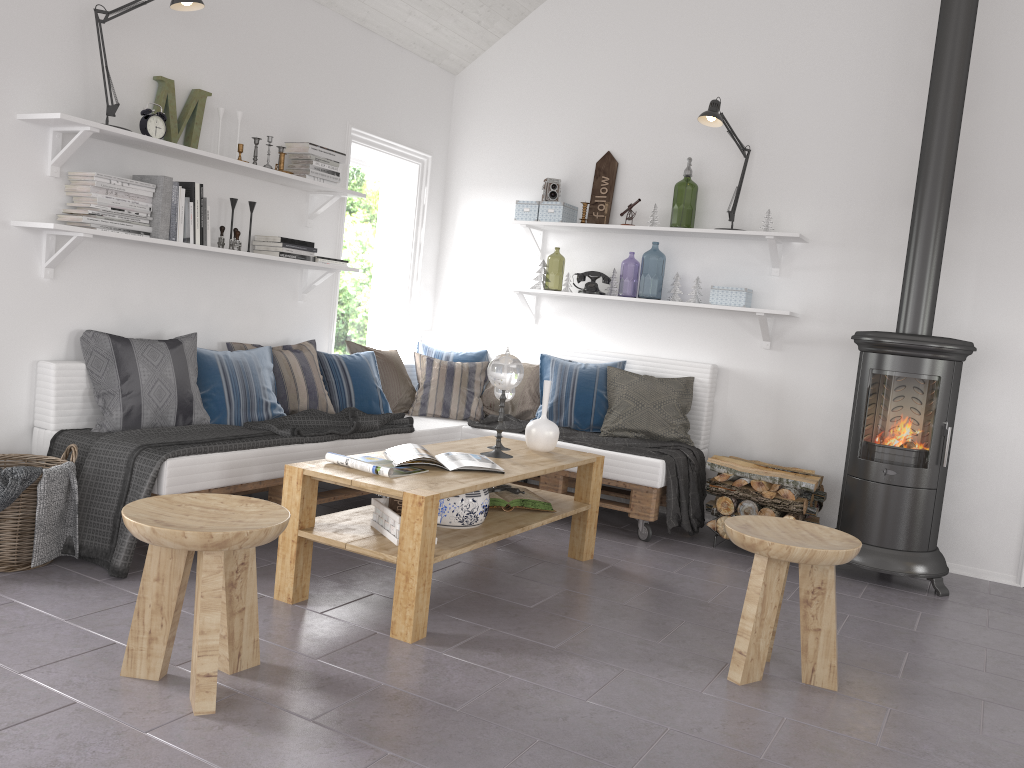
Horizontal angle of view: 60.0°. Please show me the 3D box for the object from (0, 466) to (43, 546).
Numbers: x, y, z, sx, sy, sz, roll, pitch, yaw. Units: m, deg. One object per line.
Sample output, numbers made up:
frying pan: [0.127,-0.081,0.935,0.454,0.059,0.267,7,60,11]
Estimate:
object: [-1.815,0.439,3.179,0.303,0.332,0.367,5,5,-15]

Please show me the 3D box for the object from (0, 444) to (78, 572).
object: [-1.833,0.436,3.248,0.393,0.432,0.393,7,5,15]

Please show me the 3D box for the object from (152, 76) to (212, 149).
object: [-1.523,-1.209,4.036,0.052,0.311,0.330,8,5,29]

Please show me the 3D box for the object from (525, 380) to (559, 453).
object: [0.144,0.146,4.007,0.155,0.325,0.155,6,5,-1]

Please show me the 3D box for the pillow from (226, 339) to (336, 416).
pillow: [-1.163,-0.011,4.558,0.316,0.438,0.546,10,6,41]

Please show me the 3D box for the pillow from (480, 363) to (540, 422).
pillow: [0.035,0.054,5.368,0.521,0.381,0.366,8,5,25]

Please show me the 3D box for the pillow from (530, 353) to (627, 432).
pillow: [0.390,0.053,5.160,0.526,0.428,0.311,6,5,7]

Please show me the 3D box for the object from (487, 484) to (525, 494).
object: [-0.055,0.454,3.801,0.195,0.029,0.176,9,6,38]

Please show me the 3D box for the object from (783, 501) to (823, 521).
object: [1.486,0.662,4.584,0.118,0.142,0.520,9,5,32]

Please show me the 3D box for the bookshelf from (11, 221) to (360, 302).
bookshelf: [-1.415,-0.536,4.210,0.269,0.212,1.820,8,5,29]

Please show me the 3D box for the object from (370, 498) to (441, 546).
object: [-0.385,0.488,3.165,0.155,0.102,0.281,3,5,-28]

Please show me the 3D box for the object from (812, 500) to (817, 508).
object: [1.345,0.574,4.729,0.539,0.070,0.101,8,5,29]

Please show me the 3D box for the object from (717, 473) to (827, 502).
object: [1.369,0.539,4.693,0.562,0.057,0.097,8,5,28]

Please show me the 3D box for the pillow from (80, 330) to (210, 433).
pillow: [-1.578,-0.007,3.837,0.534,0.444,0.301,1,6,-45]

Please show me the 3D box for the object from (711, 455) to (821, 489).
object: [1.306,0.455,4.611,0.562,0.074,0.095,8,5,29]

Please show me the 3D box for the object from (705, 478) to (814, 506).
object: [1.284,0.559,4.615,0.538,0.082,0.099,8,5,28]

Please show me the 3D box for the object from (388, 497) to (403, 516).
object: [-0.406,0.461,3.225,0.090,0.139,0.182,5,5,-6]

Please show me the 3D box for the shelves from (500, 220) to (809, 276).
shelves: [0.769,-0.803,5.201,1.820,0.212,0.269,8,5,29]

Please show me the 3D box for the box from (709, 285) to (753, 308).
box: [1.226,-0.485,4.969,0.202,0.110,0.137,8,5,29]

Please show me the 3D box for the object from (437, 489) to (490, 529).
object: [-0.238,0.455,3.448,0.302,0.161,0.302,8,5,25]

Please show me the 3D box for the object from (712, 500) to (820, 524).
object: [1.340,0.696,4.719,0.562,0.063,0.095,8,5,29]

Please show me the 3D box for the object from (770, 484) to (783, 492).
object: [1.404,0.515,4.593,0.044,0.034,0.425,8,5,28]

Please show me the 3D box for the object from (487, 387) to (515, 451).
object: [-0.042,0.127,3.967,0.109,0.329,0.109,6,5,-3]

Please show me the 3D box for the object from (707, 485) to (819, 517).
object: [1.289,0.599,4.580,0.562,0.063,0.095,8,5,29]

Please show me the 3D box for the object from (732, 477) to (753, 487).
object: [1.269,0.494,4.682,0.098,0.060,0.467,9,5,32]

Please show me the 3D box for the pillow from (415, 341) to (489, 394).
pillow: [-0.390,-0.032,5.681,0.534,0.437,0.287,6,5,1]

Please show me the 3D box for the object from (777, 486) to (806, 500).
object: [1.469,0.525,4.568,0.098,0.088,0.466,8,5,30]

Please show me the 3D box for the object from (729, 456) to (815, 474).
object: [1.397,0.456,4.776,0.467,0.063,0.095,8,5,28]

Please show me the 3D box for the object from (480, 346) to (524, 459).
object: [-0.040,0.073,3.763,0.155,0.468,0.155,6,5,7]

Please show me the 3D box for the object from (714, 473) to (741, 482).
object: [1.193,0.481,4.717,0.098,0.061,0.467,8,5,30]

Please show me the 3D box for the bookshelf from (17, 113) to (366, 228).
bookshelf: [-1.373,-0.942,4.178,0.269,0.212,1.820,8,5,29]

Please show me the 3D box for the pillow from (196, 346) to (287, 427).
pillow: [-1.324,0.021,4.212,0.525,0.401,0.331,2,6,-42]

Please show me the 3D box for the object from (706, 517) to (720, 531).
object: [1.160,0.718,4.807,0.052,0.056,0.561,8,5,29]

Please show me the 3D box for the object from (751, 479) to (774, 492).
object: [1.347,0.505,4.639,0.096,0.068,0.467,8,5,28]

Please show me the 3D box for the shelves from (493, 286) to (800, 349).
shelves: [0.727,-0.396,5.234,1.820,0.212,0.269,8,5,29]

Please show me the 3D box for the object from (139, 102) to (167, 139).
object: [-1.536,-1.118,3.798,0.050,0.165,0.120,8,5,29]

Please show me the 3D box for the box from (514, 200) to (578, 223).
box: [0.220,-1.060,5.547,0.332,0.131,0.242,8,5,29]

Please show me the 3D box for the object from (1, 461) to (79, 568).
object: [-1.793,0.454,3.234,0.349,0.356,0.290,8,5,23]

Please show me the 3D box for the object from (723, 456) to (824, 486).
object: [1.364,0.458,4.698,0.541,0.070,0.101,8,5,29]

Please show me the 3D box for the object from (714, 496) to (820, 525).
object: [1.386,0.695,4.816,0.569,0.078,0.115,8,5,29]

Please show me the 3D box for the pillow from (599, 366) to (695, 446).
pillow: [0.767,0.130,4.971,0.519,0.395,0.334,6,5,6]

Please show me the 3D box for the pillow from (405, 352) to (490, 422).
pillow: [-0.370,0.033,5.390,0.516,0.392,0.358,6,5,-2]

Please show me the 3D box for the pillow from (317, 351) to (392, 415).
pillow: [-0.901,0.020,4.918,0.341,0.408,0.523,10,6,44]

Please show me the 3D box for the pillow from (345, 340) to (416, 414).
pillow: [-0.759,-0.027,5.310,0.334,0.438,0.545,9,5,34]

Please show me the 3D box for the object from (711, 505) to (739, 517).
object: [1.248,0.699,4.555,0.468,0.069,0.095,8,5,28]
